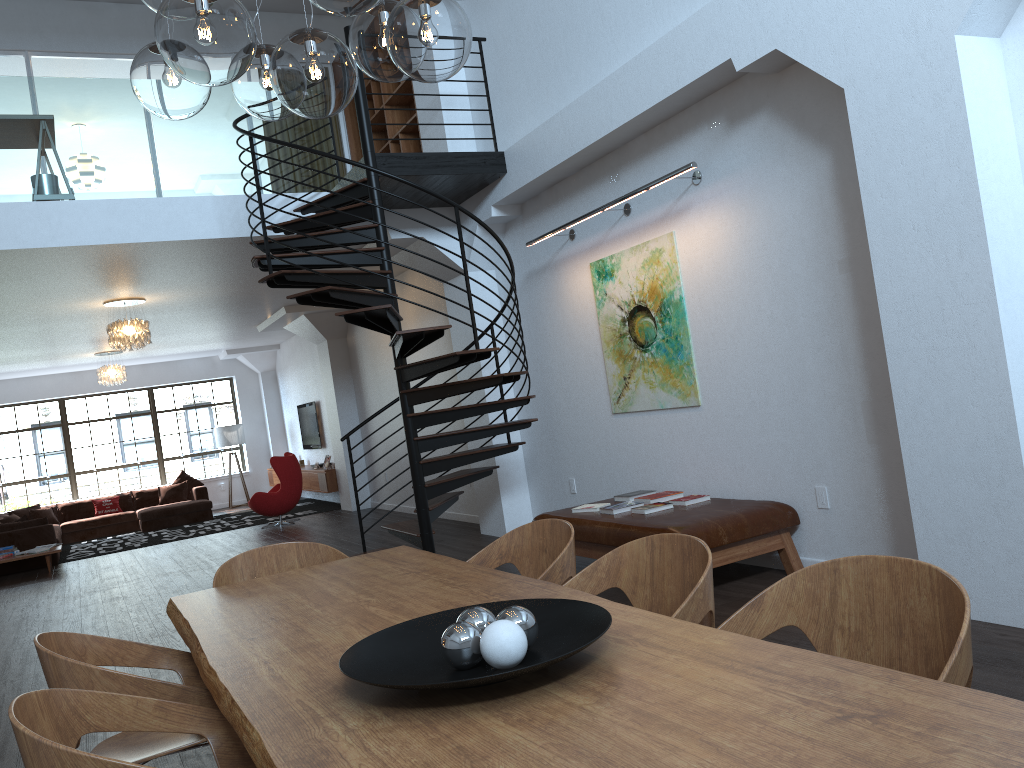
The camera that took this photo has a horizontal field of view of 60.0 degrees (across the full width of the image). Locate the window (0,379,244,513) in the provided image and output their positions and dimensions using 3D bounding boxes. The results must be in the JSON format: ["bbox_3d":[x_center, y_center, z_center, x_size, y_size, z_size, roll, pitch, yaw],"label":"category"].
[{"bbox_3d":[-7.627,1.134,16.987,4.648,1.905,0.114,-8,-1,-27],"label":"window"}]

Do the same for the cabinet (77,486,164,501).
[{"bbox_3d":[-7.195,2.339,16.484,1.520,0.625,0.350,-8,-1,-27],"label":"cabinet"}]

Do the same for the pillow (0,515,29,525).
[{"bbox_3d":[-6.815,2.015,12.241,0.559,0.411,0.269,-9,-1,19],"label":"pillow"}]

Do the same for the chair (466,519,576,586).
[{"bbox_3d":[-0.017,0.957,3.217,0.617,0.830,0.629,-8,-1,-27],"label":"chair"}]

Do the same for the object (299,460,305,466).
[{"bbox_3d":[-3.864,1.455,16.310,0.089,0.110,0.089,-9,-1,18],"label":"object"}]

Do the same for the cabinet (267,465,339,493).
[{"bbox_3d":[-3.622,1.642,15.630,0.459,0.350,4.501,-8,-1,-27],"label":"cabinet"}]

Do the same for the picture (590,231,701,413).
[{"bbox_3d":[0.948,-0.404,6.511,0.010,1.200,1.095,-8,-1,-27],"label":"picture"}]

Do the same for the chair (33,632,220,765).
[{"bbox_3d":[-1.068,1.111,2.693,0.618,0.833,0.629,-8,-1,-29],"label":"chair"}]

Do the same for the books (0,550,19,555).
[{"bbox_3d":[-6.569,2.199,11.483,0.312,0.037,0.216,-8,-1,-37],"label":"books"}]

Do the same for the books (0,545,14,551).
[{"bbox_3d":[-6.580,2.132,11.485,0.224,0.027,0.157,-8,-1,-22],"label":"books"}]

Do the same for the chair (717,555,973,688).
[{"bbox_3d":[0.670,0.835,1.854,0.618,0.833,0.629,-8,-1,-27],"label":"chair"}]

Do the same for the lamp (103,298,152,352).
[{"bbox_3d":[-4.232,-0.641,9.775,0.441,0.539,0.442,-9,-1,16],"label":"lamp"}]

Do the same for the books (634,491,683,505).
[{"bbox_3d":[1.016,0.784,6.112,0.283,0.043,0.197,-8,-1,-27],"label":"books"}]

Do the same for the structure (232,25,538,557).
[{"bbox_3d":[-0.938,-0.631,6.901,1.998,4.352,1.998,-9,-1,24],"label":"structure"}]

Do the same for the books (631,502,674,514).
[{"bbox_3d":[0.904,0.799,5.714,0.224,0.032,0.161,-8,-1,-27],"label":"books"}]

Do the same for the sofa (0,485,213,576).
[{"bbox_3d":[-6.458,2.174,14.065,3.481,0.664,4.197,-8,-1,-27],"label":"sofa"}]

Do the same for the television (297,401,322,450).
[{"bbox_3d":[-3.586,0.748,15.655,0.013,0.816,1.324,-8,-1,-27],"label":"television"}]

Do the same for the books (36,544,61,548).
[{"bbox_3d":[-6.109,2.131,11.640,0.256,0.035,0.350,-9,-1,-1],"label":"books"}]

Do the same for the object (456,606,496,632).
[{"bbox_3d":[-0.079,0.552,1.997,0.100,0.100,0.100,-9,-1,18],"label":"object"}]

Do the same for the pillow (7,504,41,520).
[{"bbox_3d":[-8.145,2.262,14.972,0.334,0.418,0.580,-9,-1,36],"label":"pillow"}]

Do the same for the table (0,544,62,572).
[{"bbox_3d":[-6.324,2.315,11.281,1.100,0.271,0.853,-8,-1,-27],"label":"table"}]

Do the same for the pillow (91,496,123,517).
[{"bbox_3d":[-7.096,2.144,15.549,0.465,0.308,0.220,-8,-1,-30],"label":"pillow"}]

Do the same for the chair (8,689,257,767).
[{"bbox_3d":[-0.739,1.052,1.987,0.618,0.833,0.629,-8,-1,-27],"label":"chair"}]

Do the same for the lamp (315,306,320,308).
[{"bbox_3d":[-2.471,-1.064,11.195,0.111,0.211,0.120,-9,-1,8],"label":"lamp"}]

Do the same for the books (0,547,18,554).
[{"bbox_3d":[-6.580,2.164,11.485,0.279,0.035,0.191,-8,-1,-17],"label":"books"}]

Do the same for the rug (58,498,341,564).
[{"bbox_3d":[-4.984,2.284,14.212,4.200,0.007,3.100,-8,-1,-25],"label":"rug"}]

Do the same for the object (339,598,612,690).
[{"bbox_3d":[-0.073,0.578,1.923,0.592,0.066,0.592,-9,-1,21],"label":"object"}]

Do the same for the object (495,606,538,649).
[{"bbox_3d":[0.008,0.538,1.947,0.100,0.100,0.100,-9,-1,18],"label":"object"}]

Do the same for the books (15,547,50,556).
[{"bbox_3d":[-6.095,2.123,11.263,0.342,0.040,0.231,-9,-1,13],"label":"books"}]

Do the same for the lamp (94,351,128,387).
[{"bbox_3d":[-6.464,-0.239,14.300,0.441,0.539,0.442,-9,-1,16],"label":"lamp"}]

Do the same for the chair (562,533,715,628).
[{"bbox_3d":[0.316,0.898,2.528,0.618,0.833,0.629,-8,-1,-25],"label":"chair"}]

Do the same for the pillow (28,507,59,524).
[{"bbox_3d":[-7.930,2.247,14.971,0.238,0.337,0.489,-9,-1,33],"label":"pillow"}]

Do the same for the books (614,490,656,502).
[{"bbox_3d":[0.892,0.809,6.406,0.254,0.044,0.183,-8,-1,-32],"label":"books"}]

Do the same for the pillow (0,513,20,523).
[{"bbox_3d":[-7.537,2.164,13.470,0.325,0.391,0.625,-9,-1,-10],"label":"pillow"}]

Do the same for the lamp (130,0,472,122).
[{"bbox_3d":[-0.582,-1.811,2.233,0.849,2.140,1.787,-8,-1,-28],"label":"lamp"}]

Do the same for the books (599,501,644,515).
[{"bbox_3d":[0.736,0.826,5.925,0.247,0.040,0.185,-8,-1,-23],"label":"books"}]

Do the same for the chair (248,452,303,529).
[{"bbox_3d":[-3.409,1.519,12.796,0.801,1.006,0.798,-9,-1,-1],"label":"chair"}]

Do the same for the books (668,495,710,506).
[{"bbox_3d":[1.165,0.762,5.817,0.224,0.036,0.161,-8,-1,-32],"label":"books"}]

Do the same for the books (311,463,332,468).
[{"bbox_3d":[-3.206,1.369,14.921,0.250,0.053,0.400,-8,-1,-27],"label":"books"}]

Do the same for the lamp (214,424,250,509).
[{"bbox_3d":[-5.401,1.593,17.246,0.545,1.579,0.545,-8,-1,-16],"label":"lamp"}]

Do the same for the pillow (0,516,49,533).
[{"bbox_3d":[-6.658,2.031,12.020,0.750,0.364,0.289,-8,-1,-27],"label":"pillow"}]

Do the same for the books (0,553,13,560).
[{"bbox_3d":[-6.454,2.177,11.092,0.236,0.035,0.340,-9,-1,-2],"label":"books"}]

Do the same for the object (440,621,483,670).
[{"bbox_3d":[-0.105,0.560,1.900,0.100,0.100,0.100,-9,-1,18],"label":"object"}]

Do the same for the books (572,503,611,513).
[{"bbox_3d":[0.552,0.864,6.188,0.223,0.031,0.161,-9,-1,41],"label":"books"}]

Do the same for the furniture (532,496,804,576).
[{"bbox_3d":[0.947,1.039,5.904,0.907,0.453,1.819,-8,-1,-27],"label":"furniture"}]

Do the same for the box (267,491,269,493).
[{"bbox_3d":[-4.781,2.220,17.674,0.228,0.165,0.368,-8,-1,-27],"label":"box"}]

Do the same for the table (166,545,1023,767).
[{"bbox_3d":[-0.008,0.981,1.913,1.012,0.750,3.803,-8,-1,-26],"label":"table"}]

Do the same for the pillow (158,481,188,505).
[{"bbox_3d":[-6.091,1.960,15.927,0.542,0.362,0.248,-9,-1,-6],"label":"pillow"}]

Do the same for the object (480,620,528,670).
[{"bbox_3d":[-0.017,0.543,1.849,0.100,0.100,0.100,-9,-1,18],"label":"object"}]

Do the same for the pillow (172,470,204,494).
[{"bbox_3d":[-5.994,1.865,16.168,0.335,0.587,0.651,-9,-1,42],"label":"pillow"}]

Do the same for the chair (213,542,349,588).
[{"bbox_3d":[-0.865,1.093,3.635,0.629,0.833,0.618,-8,-1,-32],"label":"chair"}]
